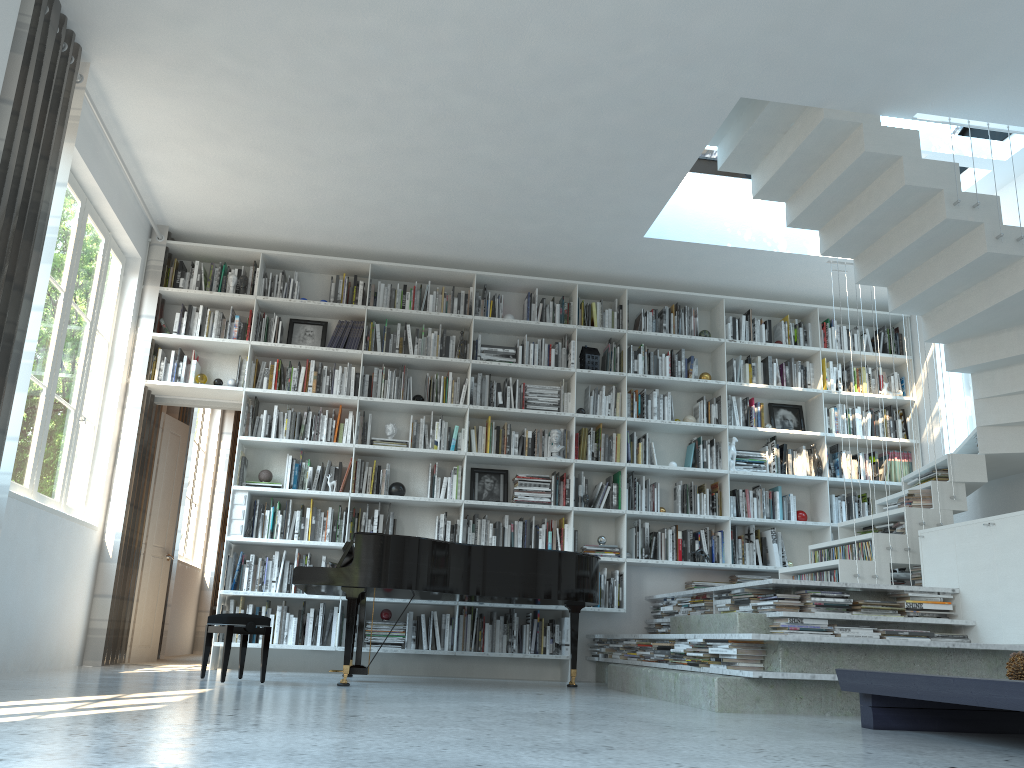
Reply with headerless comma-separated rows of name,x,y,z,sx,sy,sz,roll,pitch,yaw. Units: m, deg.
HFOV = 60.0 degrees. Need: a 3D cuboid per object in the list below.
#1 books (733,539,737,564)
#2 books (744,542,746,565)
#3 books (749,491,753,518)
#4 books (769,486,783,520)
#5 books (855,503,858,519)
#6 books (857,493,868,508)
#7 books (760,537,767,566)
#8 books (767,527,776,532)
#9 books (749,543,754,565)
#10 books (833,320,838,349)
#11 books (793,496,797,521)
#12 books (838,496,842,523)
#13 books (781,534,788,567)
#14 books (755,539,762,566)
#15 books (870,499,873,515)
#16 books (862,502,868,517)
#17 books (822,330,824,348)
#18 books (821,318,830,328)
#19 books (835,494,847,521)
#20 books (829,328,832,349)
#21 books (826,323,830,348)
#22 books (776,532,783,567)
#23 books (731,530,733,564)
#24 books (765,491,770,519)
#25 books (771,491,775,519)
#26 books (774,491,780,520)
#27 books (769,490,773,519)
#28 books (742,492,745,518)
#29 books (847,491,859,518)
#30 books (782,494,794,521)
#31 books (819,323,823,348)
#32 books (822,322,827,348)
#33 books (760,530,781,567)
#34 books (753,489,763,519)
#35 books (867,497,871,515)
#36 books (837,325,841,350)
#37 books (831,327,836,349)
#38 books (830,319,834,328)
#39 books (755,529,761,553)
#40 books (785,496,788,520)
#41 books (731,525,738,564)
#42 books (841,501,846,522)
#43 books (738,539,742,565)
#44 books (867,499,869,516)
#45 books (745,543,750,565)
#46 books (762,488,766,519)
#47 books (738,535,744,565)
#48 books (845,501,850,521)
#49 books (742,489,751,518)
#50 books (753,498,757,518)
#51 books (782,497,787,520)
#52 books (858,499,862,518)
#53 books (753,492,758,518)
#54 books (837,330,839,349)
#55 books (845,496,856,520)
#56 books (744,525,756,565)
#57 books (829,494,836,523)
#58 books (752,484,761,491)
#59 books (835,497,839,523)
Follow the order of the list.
books,1.754,1.356,7.095,0.033,0.212,0.140,5,-16,-8
books,1.834,1.361,7.095,0.025,0.209,0.137,5,-16,-8
books,1.909,0.999,7.199,0.026,0.238,0.177,5,-16,-8
books,2.150,0.990,7.228,0.026,0.289,0.181,5,-16,-8
books,2.805,1.092,7.329,0.027,0.200,0.164,5,-16,-8
books,2.901,1.057,7.345,0.011,0.283,0.161,5,-16,-8
books,1.992,1.358,7.115,0.031,0.238,0.172,5,-16,-8
books,2.102,1.329,7.157,0.012,0.325,0.136,5,-16,-8
books,1.888,1.375,7.093,0.024,0.184,0.149,5,-16,-8
books,2.779,-0.379,7.712,0.012,0.305,0.185,5,-16,-8
books,2.273,1.036,7.248,0.027,0.222,0.170,5,-16,-8
books,2.665,1.058,7.306,0.022,0.241,0.152,5,-16,-8
books,2.164,1.356,7.147,0.062,0.273,0.148,5,-16,-8
books,1.941,1.363,7.102,0.052,0.216,0.185,5,-16,-8
books,2.945,1.084,7.352,0.013,0.239,0.166,5,-16,-8
books,2.885,1.092,7.324,0.021,0.204,0.175,5,-16,-8
books,2.663,-0.344,7.700,0.025,0.222,0.137,5,-16,-8
books,2.731,-0.391,7.722,0.014,0.330,0.143,5,-16,-8
books,2.715,1.054,7.330,0.024,0.266,0.133,5,-16,-8
books,2.715,-0.349,7.685,0.022,0.228,0.175,5,-16,-8
books,2.700,-0.371,7.684,0.012,0.268,0.185,5,-16,-8
books,2.123,1.343,7.133,0.025,0.286,0.160,5,-16,-8
books,1.734,1.315,7.090,0.015,0.286,0.138,5,-16,-8
books,2.047,1.007,7.223,0.026,0.246,0.166,5,-16,-8
books,2.104,1.010,7.238,0.012,0.253,0.161,5,-16,-8
books,2.125,1.009,7.215,0.023,0.243,0.190,5,-16,-8
books,2.070,1.002,7.207,0.014,0.248,0.177,5,-16,-8
books,1.849,0.999,7.179,0.011,0.222,0.163,5,-16,-8
books,2.827,1.048,7.345,0.013,0.296,0.141,5,-16,-8
books,2.248,1.027,7.245,0.025,0.235,0.182,5,-16,-8
books,2.643,-0.374,7.693,0.022,0.274,0.160,5,-16,-8
books,2.686,-0.377,7.697,0.013,0.285,0.151,5,-16,-8
books,2.051,1.326,7.089,0.075,0.290,0.256,5,-16,-8
books,1.979,0.990,7.187,0.028,0.254,0.192,5,-16,-8
books,2.932,1.078,7.356,0.012,0.253,0.161,5,-16,-8
books,2.810,-0.359,7.722,0.027,0.274,0.149,5,-16,-8
books,2.750,-0.352,7.699,0.023,0.243,0.183,5,-16,-8
books,2.766,-0.385,7.728,0.012,0.325,0.152,5,-16,-8
books,1.970,1.330,7.139,0.010,0.303,0.132,5,-16,-8
books,2.216,1.035,7.247,0.037,0.218,0.140,5,-16,-8
books,1.779,1.303,7.112,0.013,0.326,0.131,5,-16,-8
books,2.690,1.079,7.299,0.029,0.201,0.173,5,-16,-8
books,1.796,1.355,7.089,0.023,0.213,0.164,5,-16,-8
books,2.911,1.083,7.347,0.014,0.237,0.146,5,-16,-8
books,1.860,1.374,7.097,0.030,0.187,0.140,5,-16,-8
books,2.010,0.990,7.197,0.012,0.261,0.187,5,-16,-8
books,1.817,1.340,7.086,0.015,0.243,0.157,5,-16,-8
books,2.739,1.083,7.319,0.025,0.207,0.149,5,-16,-8
books,1.876,0.988,7.181,0.045,0.245,0.186,5,-16,-8
books,1.936,1.025,7.184,0.027,0.181,0.186,5,-16,-8
books,2.185,1.037,7.225,0.030,0.200,0.190,5,-16,-8
books,2.840,1.079,7.332,0.014,0.230,0.173,5,-16,-8
books,1.955,1.006,7.202,0.012,0.229,0.179,5,-16,-8
books,2.789,-0.354,7.716,0.014,0.259,0.168,5,-16,-8
books,2.770,1.058,7.303,0.027,0.248,0.184,5,-16,-8
books,1.911,1.305,7.113,0.014,0.332,0.169,5,-16,-8
books,2.608,1.046,7.291,0.024,0.251,0.176,5,-16,-8
books,1.996,0.976,7.216,0.013,0.298,0.148,5,-16,-8
books,2.636,1.059,7.300,0.037,0.235,0.153,5,-16,-8
